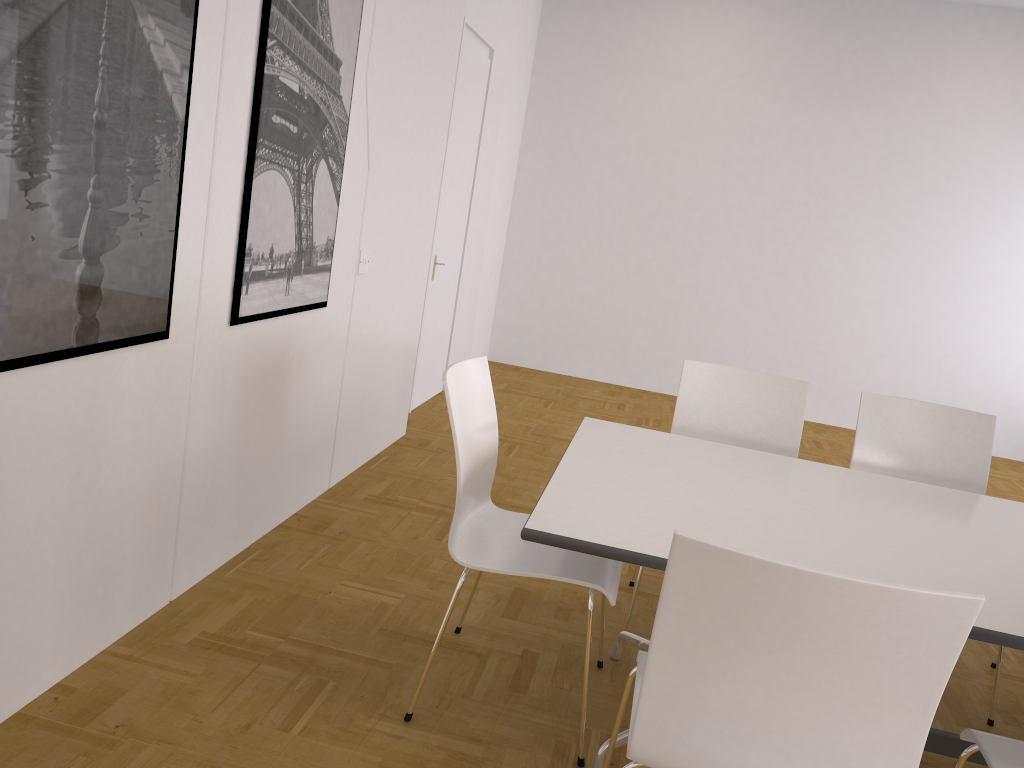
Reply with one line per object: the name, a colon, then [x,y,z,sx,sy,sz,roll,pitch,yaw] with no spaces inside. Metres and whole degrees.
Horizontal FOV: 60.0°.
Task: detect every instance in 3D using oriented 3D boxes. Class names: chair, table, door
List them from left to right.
door: [-0.412,-1.077,5.924,0.132,2.444,0.874,11,10,9]
chair: [0.034,0.448,2.537,0.576,0.928,0.562,11,10,9]
chair: [0.772,0.438,3.213,0.561,0.928,0.577,11,10,9]
chair: [0.465,0.690,1.703,0.561,0.928,0.577,11,10,9]
chair: [1.412,0.562,3.107,0.561,0.928,0.577,11,10,9]
table: [1.247,0.786,2.369,2.412,0.720,1.214,11,11,9]
chair: [2.092,0.693,2.993,0.561,0.928,0.577,11,10,9]
chair: [1.145,0.821,1.589,0.561,0.928,0.577,11,10,9]

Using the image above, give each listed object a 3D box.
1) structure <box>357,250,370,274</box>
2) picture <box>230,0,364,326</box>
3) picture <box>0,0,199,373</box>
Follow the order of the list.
structure: [-0.661,-0.548,3.967,0.013,0.104,0.114,11,11,9]
picture: [-0.690,-1.112,3.086,0.016,1.774,0.789,11,10,9]
picture: [-0.907,-0.926,1.977,0.013,1.774,0.789,11,10,9]
